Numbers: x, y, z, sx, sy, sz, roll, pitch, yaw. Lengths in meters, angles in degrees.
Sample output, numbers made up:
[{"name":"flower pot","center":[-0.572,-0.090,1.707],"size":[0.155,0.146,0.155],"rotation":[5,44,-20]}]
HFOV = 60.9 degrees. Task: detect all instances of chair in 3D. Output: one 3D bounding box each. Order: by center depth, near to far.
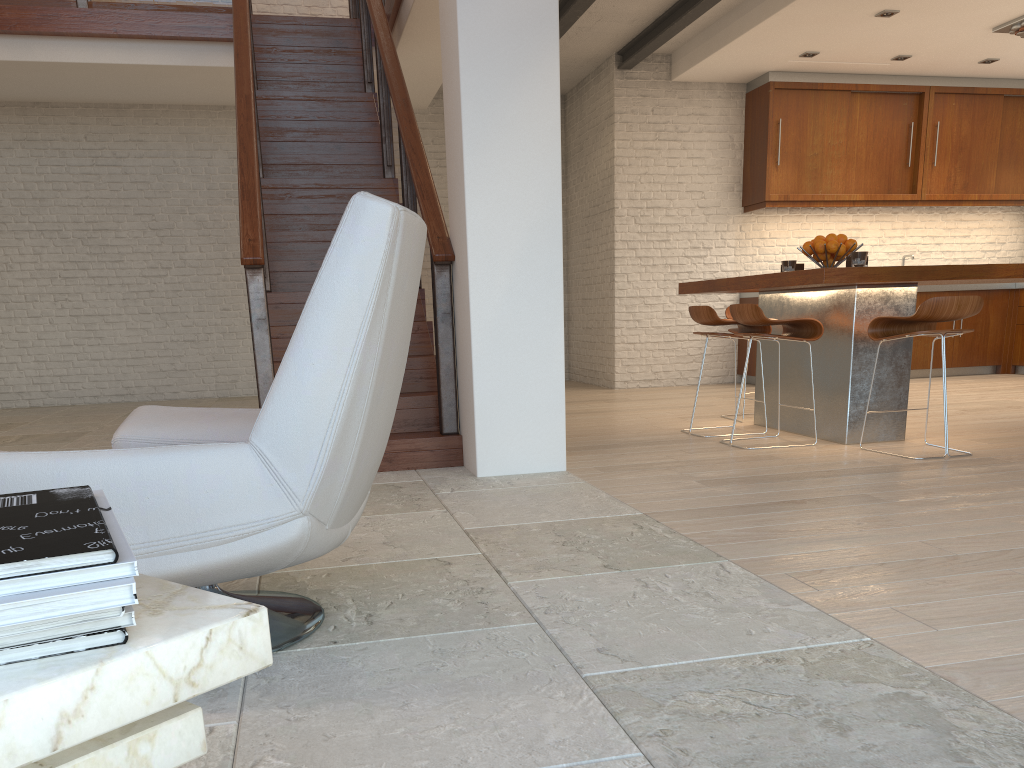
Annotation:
[{"name":"chair","center":[-0.673,0.115,2.079],"size":[0.973,1.051,0.992],"rotation":[-1,10,3]},{"name":"chair","center":[2.081,-0.039,4.390],"size":[0.404,0.802,0.408],"rotation":[-5,12,-13]},{"name":"chair","center":[1.416,-0.053,4.846],"size":[0.421,0.802,0.390],"rotation":[-5,13,-13]},{"name":"chair","center":[1.291,-0.088,5.353],"size":[0.421,0.802,0.390],"rotation":[-5,13,-13]},{"name":"chair","center":[1.685,-0.151,5.996],"size":[0.404,0.802,0.408],"rotation":[-5,12,-13]}]

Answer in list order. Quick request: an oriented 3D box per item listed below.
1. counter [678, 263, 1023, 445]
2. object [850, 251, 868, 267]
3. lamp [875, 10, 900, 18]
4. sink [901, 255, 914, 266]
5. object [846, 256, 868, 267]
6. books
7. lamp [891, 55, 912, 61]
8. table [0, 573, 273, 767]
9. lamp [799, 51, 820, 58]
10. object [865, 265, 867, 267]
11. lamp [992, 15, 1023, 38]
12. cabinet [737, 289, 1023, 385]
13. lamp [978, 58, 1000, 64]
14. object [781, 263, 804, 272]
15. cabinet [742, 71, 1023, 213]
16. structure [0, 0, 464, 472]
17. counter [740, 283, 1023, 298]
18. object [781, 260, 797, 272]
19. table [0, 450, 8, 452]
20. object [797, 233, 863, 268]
[{"name":"counter","center":[2.520,-0.205,5.332],"size":[2.489,0.952,1.638],"rotation":[-3,7,-13]},{"name":"object","center":[1.854,-0.661,4.660],"size":[0.091,0.087,0.088],"rotation":[-2,9,2]},{"name":"lamp","center":[2.760,-2.744,6.409],"size":[0.123,0.057,0.120],"rotation":[-3,6,-13]},{"name":"sink","center":[4.345,-1.109,8.894],"size":[0.855,0.444,0.501],"rotation":[-3,9,-13]},{"name":"object","center":[1.898,-0.660,4.797],"size":[0.093,0.085,0.111],"rotation":[4,10,32]},{"name":"books","center":[-0.619,0.175,0.706],"size":[0.563,0.082,0.381],"rotation":[-4,6,-29]},{"name":"lamp","center":[3.386,-2.855,7.579],"size":[0.123,0.057,0.120],"rotation":[-3,6,-13]},{"name":"table","center":[-0.554,0.466,0.793],"size":[0.490,0.521,0.483],"rotation":[5,12,36]},{"name":"lamp","center":[2.519,-2.811,7.386],"size":[0.123,0.057,0.120],"rotation":[-3,6,-13]},{"name":"object","center":[1.888,-0.626,4.673],"size":[0.198,0.036,0.384],"rotation":[-3,5,-9]},{"name":"lamp","center":[4.055,-2.710,6.724],"size":[0.449,0.176,0.438],"rotation":[-3,6,-13]},{"name":"cabinet","center":[4.597,-1.436,7.690],"size":[4.730,2.927,2.217],"rotation":[4,12,40]},{"name":"lamp","center":[4.253,-2.899,7.773],"size":[0.123,0.057,0.120],"rotation":[-3,6,-13]},{"name":"object","center":[1.747,-0.705,5.435],"size":[0.094,0.085,0.111],"rotation":[-4,8,-13]},{"name":"cabinet","center":[3.920,-2.339,8.581],"size":[3.332,1.210,0.445],"rotation":[-3,13,-13]},{"name":"structure","center":[0.174,-1.730,4.525],"size":[13.816,4.285,9.872],"rotation":[-3,6,-13]},{"name":"counter","center":[4.322,-0.868,7.485],"size":[3.323,0.072,3.425],"rotation":[-3,5,-13]},{"name":"object","center":[1.683,-0.706,5.302],"size":[0.091,0.087,0.088],"rotation":[-4,10,-16]},{"name":"table","center":[-1.815,0.485,1.556],"size":[1.953,0.444,2.158],"rotation":[2,6,38]},{"name":"object","center":[1.838,-0.749,5.040],"size":[0.362,0.229,0.356],"rotation":[5,10,42]}]
